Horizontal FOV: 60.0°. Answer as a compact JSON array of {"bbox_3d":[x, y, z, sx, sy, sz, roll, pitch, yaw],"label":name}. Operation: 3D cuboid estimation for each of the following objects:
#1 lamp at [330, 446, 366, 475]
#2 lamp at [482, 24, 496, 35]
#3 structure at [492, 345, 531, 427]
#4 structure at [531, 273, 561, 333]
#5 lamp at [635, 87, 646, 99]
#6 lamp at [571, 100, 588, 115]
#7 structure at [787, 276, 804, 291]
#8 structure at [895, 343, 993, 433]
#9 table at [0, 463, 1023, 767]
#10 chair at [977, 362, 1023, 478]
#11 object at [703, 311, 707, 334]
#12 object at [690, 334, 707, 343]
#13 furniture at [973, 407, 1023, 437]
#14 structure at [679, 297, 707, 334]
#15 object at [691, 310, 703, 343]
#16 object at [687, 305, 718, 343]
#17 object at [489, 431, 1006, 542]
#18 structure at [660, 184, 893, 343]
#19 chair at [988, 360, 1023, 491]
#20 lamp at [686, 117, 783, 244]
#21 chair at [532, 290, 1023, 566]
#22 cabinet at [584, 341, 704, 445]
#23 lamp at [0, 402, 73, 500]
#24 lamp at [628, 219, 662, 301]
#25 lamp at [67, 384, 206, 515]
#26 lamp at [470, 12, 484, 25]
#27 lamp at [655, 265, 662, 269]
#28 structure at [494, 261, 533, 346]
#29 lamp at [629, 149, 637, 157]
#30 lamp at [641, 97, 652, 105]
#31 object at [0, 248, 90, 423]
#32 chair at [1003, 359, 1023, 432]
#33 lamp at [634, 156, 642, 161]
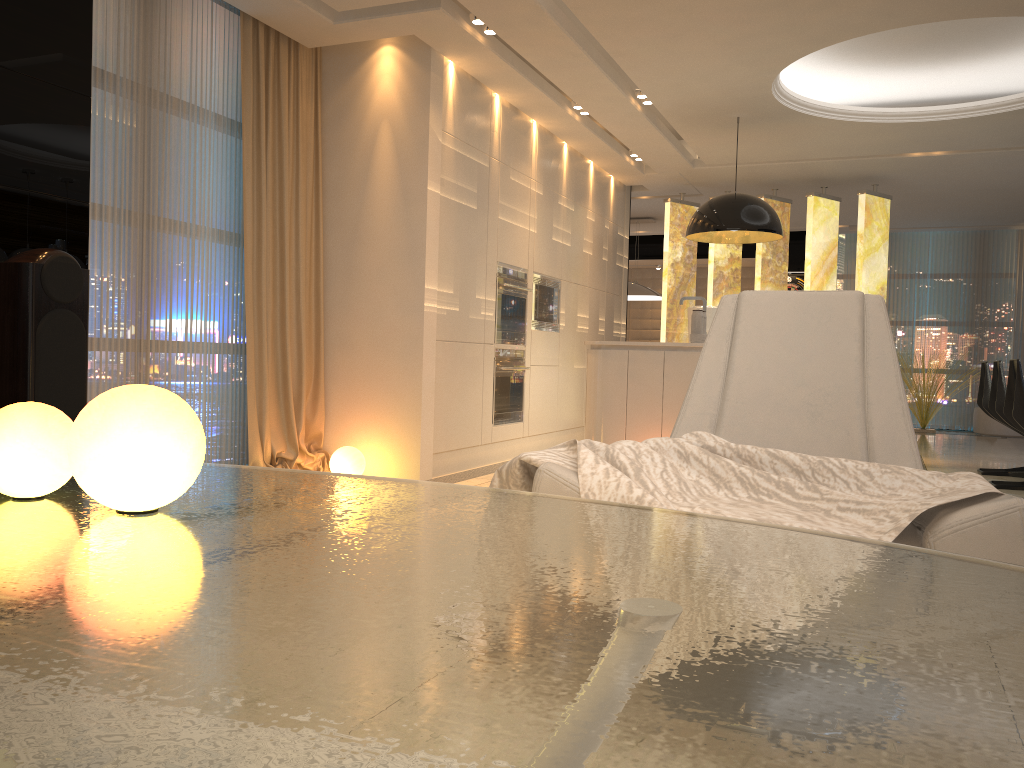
[{"bbox_3d":[-0.990,0.482,5.343,0.212,0.214,0.213,1,2,-17],"label":"lamp"},{"bbox_3d":[-0.123,-2.107,5.177,0.107,0.127,0.107,2,2,12],"label":"lamp"},{"bbox_3d":[-0.235,0.004,6.814,0.595,0.597,0.609,2,2,23],"label":"structure"},{"bbox_3d":[0.086,-0.673,7.478,0.446,0.450,0.659,2,2,23],"label":"structure"},{"bbox_3d":[0.932,-2.108,6.335,0.107,0.127,0.107,2,2,4],"label":"lamp"},{"bbox_3d":[0.531,-2.131,6.730,0.107,0.127,0.270,2,2,23],"label":"lamp"},{"bbox_3d":[3.920,-1.195,12.545,0.669,0.669,0.048,2,2,23],"label":"structure"},{"bbox_3d":[5.203,0.042,11.166,1.275,1.142,1.282,1,2,-21],"label":"structure"},{"bbox_3d":[-0.404,0.429,0.898,2.140,0.565,0.999,2,2,22],"label":"table"},{"bbox_3d":[3.820,0.266,6.727,0.496,0.858,0.523,2,2,23],"label":"chair"},{"bbox_3d":[1.156,-0.346,5.442,0.071,0.219,0.071,2,2,-1],"label":"object"},{"bbox_3d":[1.108,-0.264,5.256,0.111,0.062,0.111,3,2,44],"label":"object"},{"bbox_3d":[6.186,0.465,11.104,0.735,0.357,0.735,2,2,-5],"label":"furniture"},{"bbox_3d":[1.134,-0.396,5.581,0.177,0.310,0.089,2,2,23],"label":"structure"},{"bbox_3d":[1.115,-0.345,5.344,0.071,0.219,0.071,2,2,14],"label":"object"},{"bbox_3d":[1.462,-0.426,6.672,0.288,0.330,0.288,3,2,40],"label":"object"},{"bbox_3d":[0.450,0.420,2.246,0.972,0.580,1.347,1,2,-30],"label":"object"},{"bbox_3d":[2.603,-0.680,8.941,2.180,2.555,0.448,2,2,23],"label":"structure"},{"bbox_3d":[3.491,0.278,5.944,0.496,0.858,0.523,2,2,23],"label":"chair"},{"bbox_3d":[1.678,-1.547,6.639,0.710,0.898,0.710,3,2,33],"label":"lamp"},{"bbox_3d":[0.667,0.229,2.210,1.027,0.991,0.983,2,2,22],"label":"chair"},{"bbox_3d":[1.560,0.185,6.683,1.046,0.887,3.752,2,2,23],"label":"cabinet"},{"bbox_3d":[-0.580,0.079,1.064,0.115,0.115,0.115,0,2,-42],"label":"lamp"},{"bbox_3d":[1.260,-1.621,11.596,1.578,0.995,0.939,2,2,23],"label":"lamp"},{"bbox_3d":[-0.420,0.072,0.997,0.143,0.143,0.143,2,2,7],"label":"lamp"},{"bbox_3d":[-0.187,-2.105,5.026,0.107,0.127,0.107,2,2,12],"label":"lamp"},{"bbox_3d":[2.325,-1.886,14.083,0.107,0.127,0.107,2,2,4],"label":"lamp"},{"bbox_3d":[-0.216,-0.605,6.797,0.595,0.597,0.609,2,2,23],"label":"structure"},{"bbox_3d":[1.127,-2.152,8.144,0.107,0.127,0.107,2,2,4],"label":"lamp"},{"bbox_3d":[0.995,-2.110,6.486,0.107,0.127,0.107,2,2,4],"label":"lamp"},{"bbox_3d":[-1.874,0.053,3.368,0.468,1.127,0.285,2,2,23],"label":"object"},{"bbox_3d":[3.154,0.290,5.145,0.496,0.858,0.523,2,2,23],"label":"chair"},{"bbox_3d":[1.191,-2.154,8.295,0.107,0.127,0.107,2,2,19],"label":"lamp"}]
